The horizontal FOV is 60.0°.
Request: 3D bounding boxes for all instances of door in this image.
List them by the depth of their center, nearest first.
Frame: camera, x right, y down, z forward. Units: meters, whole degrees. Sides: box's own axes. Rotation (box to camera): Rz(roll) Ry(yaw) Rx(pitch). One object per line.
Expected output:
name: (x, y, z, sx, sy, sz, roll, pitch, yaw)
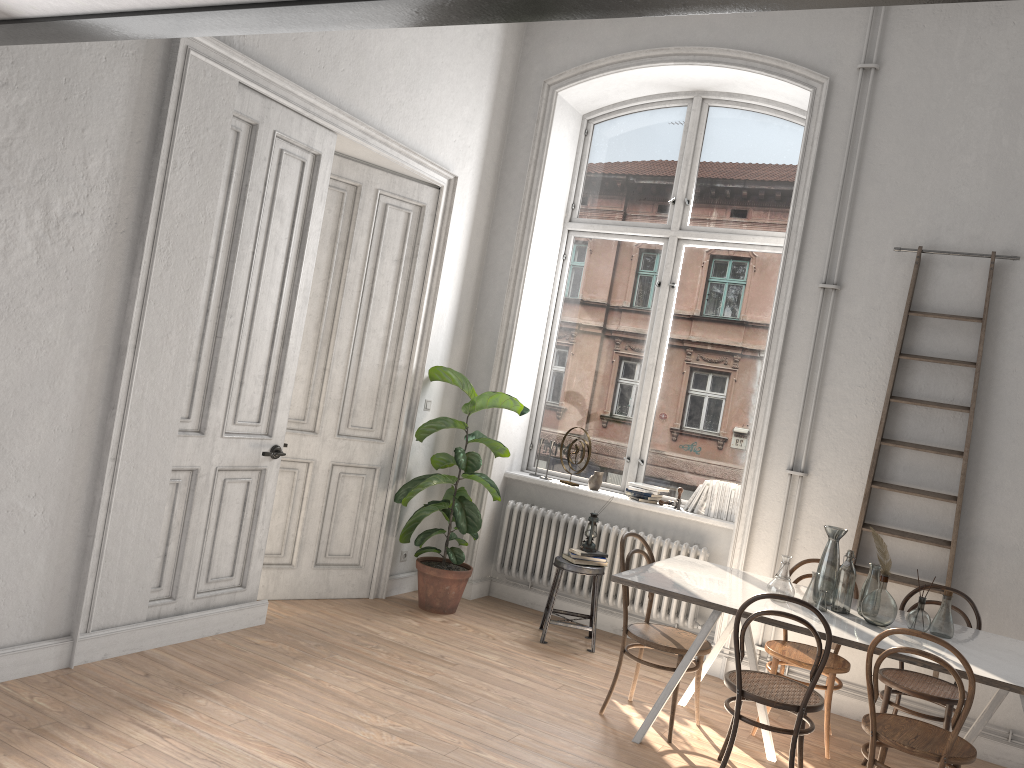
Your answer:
door: (-1.509, -0.080, 4.568, 0.216, 2.814, 1.097, 10, 0, 29)
door: (-1.119, -0.009, 5.674, 1.097, 2.814, 0.216, 10, 0, -37)

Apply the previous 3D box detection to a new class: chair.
chair: (1.650, 1.434, 3.629, 0.437, 0.920, 0.549, 10, 0, 39)
chair: (1.157, 1.349, 3.933, 0.437, 0.920, 0.549, 10, 0, 23)
chair: (2.131, 1.521, 4.564, 0.437, 0.920, 0.549, 10, 0, 35)
chair: (0.767, 1.283, 4.605, 0.549, 0.920, 0.438, 10, 0, 36)
chair: (1.595, 1.428, 4.762, 0.437, 0.920, 0.549, 10, 0, 26)
chair: (0.402, 1.422, 5.812, 0.364, 0.523, 0.360, 10, 0, 1)

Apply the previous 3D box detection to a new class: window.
window: (1.119, -0.633, 6.477, 1.621, 2.843, 0.013, 10, 0, 28)

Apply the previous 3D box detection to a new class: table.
table: (1.616, 1.500, 4.171, 2.199, 0.780, 1.101, 10, 0, 28)

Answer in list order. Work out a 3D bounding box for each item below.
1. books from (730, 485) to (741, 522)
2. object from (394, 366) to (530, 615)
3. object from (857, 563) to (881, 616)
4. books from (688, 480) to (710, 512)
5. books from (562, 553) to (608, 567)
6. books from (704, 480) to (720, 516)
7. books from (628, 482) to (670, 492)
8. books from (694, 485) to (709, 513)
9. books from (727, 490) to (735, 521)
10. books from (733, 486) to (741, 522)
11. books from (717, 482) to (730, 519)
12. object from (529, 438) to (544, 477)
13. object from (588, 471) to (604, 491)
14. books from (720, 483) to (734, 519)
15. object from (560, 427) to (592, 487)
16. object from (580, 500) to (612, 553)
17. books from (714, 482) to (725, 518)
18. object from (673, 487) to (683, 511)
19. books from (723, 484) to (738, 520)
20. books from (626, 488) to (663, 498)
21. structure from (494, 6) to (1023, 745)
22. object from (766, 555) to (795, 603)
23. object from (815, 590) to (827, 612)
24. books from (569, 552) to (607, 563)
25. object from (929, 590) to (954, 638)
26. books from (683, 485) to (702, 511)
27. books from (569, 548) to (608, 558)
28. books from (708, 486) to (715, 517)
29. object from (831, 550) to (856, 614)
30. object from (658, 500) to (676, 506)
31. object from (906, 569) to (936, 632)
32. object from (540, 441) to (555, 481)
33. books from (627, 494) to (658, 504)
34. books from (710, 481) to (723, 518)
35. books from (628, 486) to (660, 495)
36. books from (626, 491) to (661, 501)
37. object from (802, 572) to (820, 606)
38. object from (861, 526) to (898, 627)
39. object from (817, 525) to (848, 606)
books: (1.524, 0.803, 5.982, 0.024, 0.243, 0.175, 10, 0, 28)
object: (1.744, 0.984, 4.633, 5.823, 1.842, 0.792, 10, 0, 33)
object: (1.735, 0.996, 4.283, 0.098, 0.255, 0.100, 10, 0, 5)
books: (1.294, 0.767, 6.079, 0.100, 0.235, 0.174, 10, 0, 28)
books: (0.480, 1.156, 5.832, 0.246, 0.034, 0.194, 10, 0, -22)
books: (1.368, 0.776, 6.065, 0.024, 0.243, 0.175, 10, 0, 28)
books: (0.964, 0.727, 6.248, 0.243, 0.019, 0.175, 10, 0, 38)
books: (1.314, 0.787, 6.069, 0.072, 0.203, 0.155, 10, 0, 28)
books: (1.491, 0.817, 5.974, 0.020, 0.205, 0.155, 10, 0, 28)
books: (1.536, 0.806, 5.952, 0.024, 0.243, 0.175, 10, 0, 28)
books: (1.445, 0.789, 6.019, 0.019, 0.244, 0.174, 10, 0, 28)
object: (0.200, 0.551, 6.681, 0.095, 0.289, 0.095, 10, 0, -31)
object: (0.604, 0.695, 6.412, 0.100, 0.142, 0.102, 10, 0, 3)
books: (1.465, 0.793, 6.013, 0.024, 0.243, 0.175, 10, 0, 28)
object: (0.462, 0.528, 6.504, 0.087, 0.425, 0.347, 10, 0, -30)
object: (0.559, 0.915, 5.848, 0.163, 0.383, 0.154, 10, 0, 1)
books: (1.420, 0.785, 6.013, 0.019, 0.244, 0.174, 10, 0, 28)
object: (1.146, 0.784, 6.082, 0.048, 0.153, 0.088, 10, 0, -2)
books: (1.474, 0.795, 5.983, 0.019, 0.244, 0.174, 10, 0, 28)
books: (0.933, 0.768, 6.250, 0.221, 0.023, 0.147, 10, 0, 44)
structure: (2.457, -0.224, 5.284, 5.178, 4.474, 0.340, 10, 0, 28)
object: (1.308, 0.939, 4.283, 0.132, 0.219, 0.132, 10, 0, 17)
object: (1.477, 1.032, 4.224, 0.058, 0.094, 0.058, 10, 0, -34)
books: (0.496, 1.133, 5.829, 0.232, 0.029, 0.162, 10, 0, -1)
object: (2.013, 1.066, 4.125, 0.101, 0.212, 0.101, 10, 0, -23)
books: (1.259, 0.780, 6.101, 0.105, 0.194, 0.155, 10, 0, 27)
books: (0.502, 1.111, 5.829, 0.221, 0.027, 0.147, 10, 0, -30)
books: (1.379, 0.797, 6.034, 0.020, 0.205, 0.155, 10, 0, 28)
object: (1.607, 0.950, 4.272, 0.086, 0.301, 0.086, 10, 0, 14)
object: (1.088, 0.827, 6.171, 0.153, 0.048, 0.088, 10, 0, -22)
object: (1.897, 1.009, 4.104, 0.106, 0.283, 0.107, 10, 0, 23)
object: (0.276, 0.565, 6.575, 0.095, 0.289, 0.095, 10, 0, -40)
books: (0.920, 0.811, 6.259, 0.147, 0.023, 0.221, 10, 0, -13)
books: (1.396, 0.781, 6.015, 0.024, 0.243, 0.175, 10, 0, 28)
books: (0.933, 0.747, 6.239, 0.205, 0.020, 0.155, 10, 0, 18)
books: (0.928, 0.789, 6.253, 0.155, 0.022, 0.205, 10, 0, -42)
object: (1.473, 1.000, 4.336, 0.083, 0.158, 0.083, 10, 0, 24)
object: (1.728, 0.897, 4.113, 0.157, 0.446, 0.156, 10, 0, -44)
object: (1.580, 0.904, 4.416, 0.116, 0.383, 0.116, 10, 0, 39)
